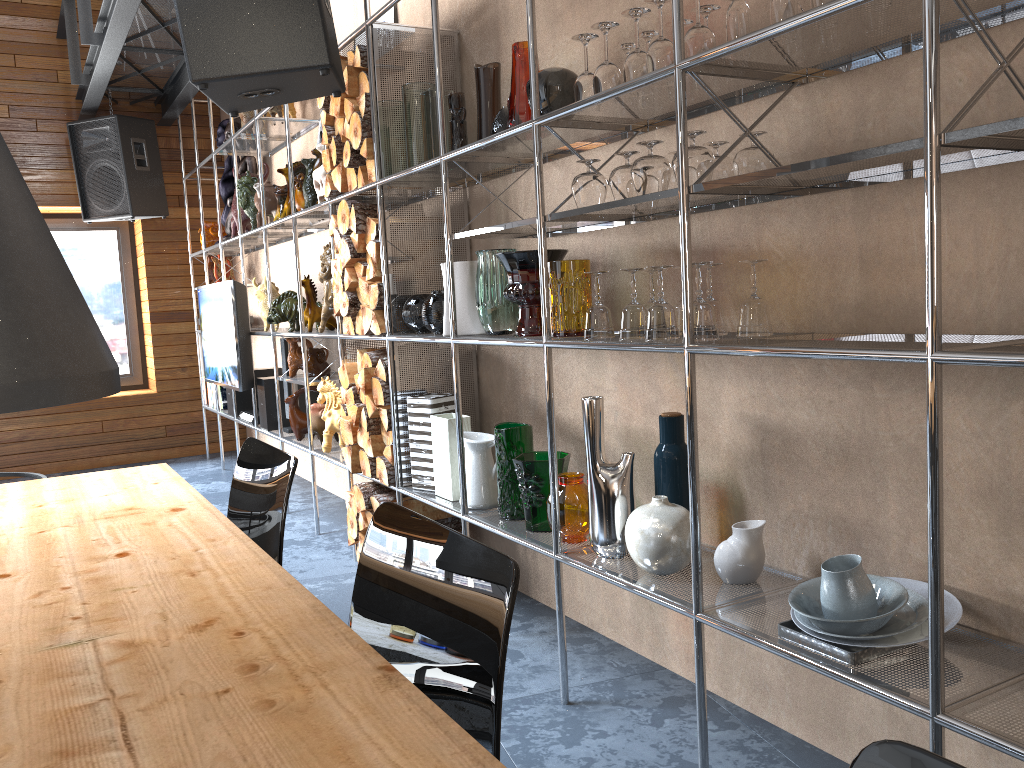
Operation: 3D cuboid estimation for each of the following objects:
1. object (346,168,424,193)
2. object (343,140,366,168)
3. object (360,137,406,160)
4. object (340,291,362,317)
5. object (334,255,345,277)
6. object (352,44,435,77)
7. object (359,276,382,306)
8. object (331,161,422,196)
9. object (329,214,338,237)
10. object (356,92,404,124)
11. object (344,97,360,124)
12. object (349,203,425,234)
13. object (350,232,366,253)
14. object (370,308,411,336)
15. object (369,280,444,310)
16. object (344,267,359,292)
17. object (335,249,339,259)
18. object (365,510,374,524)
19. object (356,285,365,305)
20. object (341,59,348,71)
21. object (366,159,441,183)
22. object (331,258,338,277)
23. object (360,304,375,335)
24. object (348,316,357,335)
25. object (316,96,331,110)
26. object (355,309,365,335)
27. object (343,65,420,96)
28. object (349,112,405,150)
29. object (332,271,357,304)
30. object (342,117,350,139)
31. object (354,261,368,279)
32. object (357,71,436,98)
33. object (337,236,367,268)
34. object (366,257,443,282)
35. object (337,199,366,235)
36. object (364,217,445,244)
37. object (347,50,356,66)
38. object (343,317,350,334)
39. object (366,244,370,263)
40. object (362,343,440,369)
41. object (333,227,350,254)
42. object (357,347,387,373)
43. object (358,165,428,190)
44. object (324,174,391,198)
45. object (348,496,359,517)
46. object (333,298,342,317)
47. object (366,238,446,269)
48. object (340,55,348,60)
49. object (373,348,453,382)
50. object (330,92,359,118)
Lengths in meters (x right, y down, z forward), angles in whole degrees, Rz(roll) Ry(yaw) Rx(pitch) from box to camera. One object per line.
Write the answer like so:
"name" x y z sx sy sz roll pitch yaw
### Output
"object" -0.504 -0.830 3.565 0.299 0.114 0.135 -6 6 -27
"object" -0.500 -0.893 3.472 0.312 0.110 0.103 -6 6 -25
"object" -0.416 -0.880 3.358 0.303 0.088 0.095 -6 6 -27
"object" -0.554 -0.335 3.675 0.312 0.110 0.103 -7 6 -33
"object" -0.569 -0.503 3.708 0.329 0.107 0.128 -6 6 -29
"object" -0.442 -1.212 3.350 0.308 0.107 0.121 -6 6 -25
"object" -0.438 -0.384 3.508 0.329 0.135 0.095 -7 6 -33
"object" -0.553 -0.843 3.681 0.362 0.131 0.154 -6 6 -29
"object" -0.610 -0.667 3.756 0.308 0.107 0.121 -7 7 -33
"object" -0.425 -1.023 3.352 0.310 0.121 0.111 -6 6 -28
"object" -0.470 -1.056 3.425 0.329 0.107 0.128 -6 6 -29
"object" -0.495 -0.649 3.498 0.289 0.121 0.107 -6 6 -28
"object" -0.483 -0.569 3.529 0.303 0.090 0.098 -6 6 -30
"object" -0.378 -0.249 3.430 0.330 0.105 0.107 -6 6 -32
"object" -0.381 -0.343 3.413 0.321 0.109 0.110 -6 6 -28
"object" -0.517 -0.441 3.641 0.331 0.110 0.101 -6 6 -27
"object" -0.594 -0.579 3.774 0.299 0.114 0.135 -6 6 -31
"object" -0.435 0.542 3.666 0.330 0.098 0.107 -7 7 -33
"object" -0.474 -0.375 3.608 0.288 0.118 0.147 -7 7 -33
"object" -0.548 -1.212 3.486 0.289 0.121 0.107 -6 6 -30
"object" -0.402 -0.816 3.395 0.287 0.112 0.126 -6 6 -29
"object" -0.609 -0.480 3.788 0.310 0.121 0.111 -6 6 -30
"object" -0.405 -0.261 3.527 0.362 0.131 0.154 -6 6 -29
"object" -0.533 -0.255 3.727 0.303 0.095 0.087 -6 6 -29
"object" -0.641 -1.198 3.666 0.312 0.150 0.140 -6 6 -25
"object" -0.480 -0.262 3.630 0.299 0.114 0.135 -6 6 -31
"object" -0.479 -1.159 3.446 0.362 0.115 0.098 -6 6 -28
"object" -0.465 -0.961 3.393 0.286 0.143 0.143 -6 6 -29
"object" -0.599 -0.412 3.738 0.286 0.143 0.143 -6 6 -29
"object" -0.504 -1.004 3.510 0.331 0.110 0.101 -6 6 -31
"object" -0.464 -0.451 3.577 0.330 0.098 0.107 -7 7 -33
"object" -0.423 -1.123 3.363 0.299 0.114 0.135 -6 6 -27
"object" -0.529 -0.537 3.592 0.322 0.128 0.164 -6 6 -30
"object" -0.391 -0.438 3.418 0.331 0.110 0.107 -6 6 -31
"object" -0.539 -0.669 3.585 0.312 0.150 0.140 -7 6 -33
"object" -0.410 -0.592 3.441 0.299 0.119 0.151 -6 6 -27
"object" -0.460 -1.232 3.420 0.330 0.103 0.102 -6 6 -25
"object" -0.573 -0.271 3.806 0.287 0.112 0.126 -6 6 -29
"object" -0.422 -0.500 3.488 0.291 0.153 0.112 -7 6 -32
"object" -0.455 -0.107 3.632 0.312 0.150 0.140 -7 6 -33
"object" -0.550 -0.603 3.680 0.362 0.115 0.098 -6 6 -30
"object" -0.497 -0.099 3.722 0.289 0.121 0.107 -6 6 -28
"object" -0.449 -0.810 3.470 0.303 0.095 0.087 -6 6 -29
"object" -0.622 -0.843 3.755 0.330 0.105 0.107 -6 6 -26
"object" -0.526 0.488 3.805 0.329 0.107 0.128 -6 6 -29
"object" -0.608 -0.338 3.805 0.303 0.088 0.095 -6 6 -31
"object" -0.402 -0.504 3.410 0.308 0.120 0.097 -7 7 -34
"object" -0.571 -1.259 3.602 0.299 0.118 0.129 -6 6 -31
"object" -0.382 -0.079 3.464 0.308 0.107 0.121 -7 7 -33
"object" -0.546 -1.104 3.516 0.322 0.128 0.164 -6 6 -28
